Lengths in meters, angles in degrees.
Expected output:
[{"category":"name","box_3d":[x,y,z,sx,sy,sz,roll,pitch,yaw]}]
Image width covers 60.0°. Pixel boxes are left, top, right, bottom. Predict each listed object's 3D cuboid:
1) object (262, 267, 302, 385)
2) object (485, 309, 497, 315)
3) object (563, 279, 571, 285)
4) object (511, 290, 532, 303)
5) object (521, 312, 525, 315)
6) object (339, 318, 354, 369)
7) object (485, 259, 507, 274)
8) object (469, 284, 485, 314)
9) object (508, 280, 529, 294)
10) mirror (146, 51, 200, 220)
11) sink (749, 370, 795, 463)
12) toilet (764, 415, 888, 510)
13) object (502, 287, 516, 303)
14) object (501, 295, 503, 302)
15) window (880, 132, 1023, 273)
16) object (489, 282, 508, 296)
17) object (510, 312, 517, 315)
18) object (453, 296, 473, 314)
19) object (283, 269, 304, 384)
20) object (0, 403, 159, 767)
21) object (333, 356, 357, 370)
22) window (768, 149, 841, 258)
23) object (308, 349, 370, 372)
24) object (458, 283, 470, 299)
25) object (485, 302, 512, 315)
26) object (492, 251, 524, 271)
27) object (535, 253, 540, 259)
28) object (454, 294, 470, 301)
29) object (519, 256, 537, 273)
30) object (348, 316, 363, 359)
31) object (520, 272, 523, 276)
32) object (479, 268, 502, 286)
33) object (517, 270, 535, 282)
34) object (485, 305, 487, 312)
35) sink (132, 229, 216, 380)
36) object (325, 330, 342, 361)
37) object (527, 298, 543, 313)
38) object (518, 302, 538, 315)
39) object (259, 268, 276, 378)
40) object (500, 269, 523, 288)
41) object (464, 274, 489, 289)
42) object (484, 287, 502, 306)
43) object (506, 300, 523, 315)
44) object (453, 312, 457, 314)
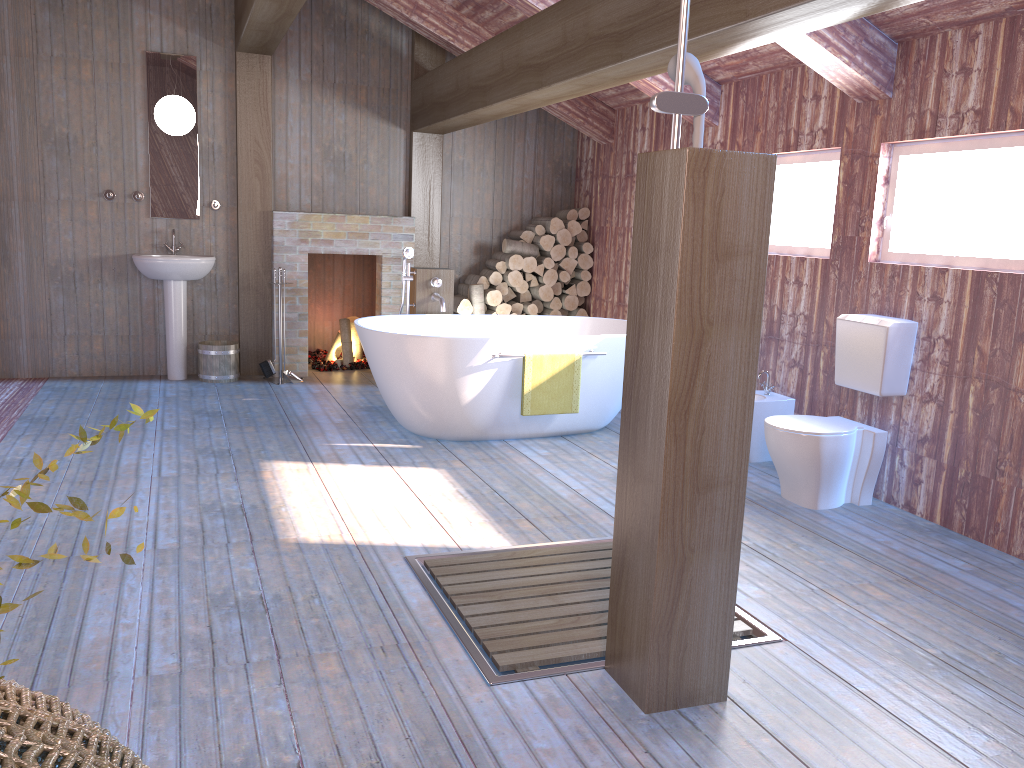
[{"category":"object","box_3d":[-1.821,-0.461,6.860,0.276,0.888,0.333,6,11,21]},{"category":"object","box_3d":[-0.267,-0.553,7.524,0.155,0.174,0.483,-2,11,-22]},{"category":"object","box_3d":[0.441,-0.902,7.686,0.067,0.069,0.177,-1,11,-20]},{"category":"object","box_3d":[0.065,-0.774,7.688,0.104,0.127,0.321,-1,11,-20]},{"category":"object","box_3d":[0.020,-0.581,7.604,0.086,0.089,0.279,-2,11,-22]},{"category":"object","box_3d":[-1.427,-0.345,7.649,0.098,0.434,0.283,-2,11,-22]},{"category":"object","box_3d":[-0.131,-0.993,7.472,0.106,0.112,0.282,-1,11,-19]},{"category":"object","box_3d":[-0.284,-0.674,7.282,0.147,0.298,0.109,-1,11,-18]},{"category":"object","box_3d":[0.037,-0.844,7.551,0.115,0.123,0.291,-1,11,-19]},{"category":"mirror","box_3d":[-2.539,-1.848,6.654,0.350,1.199,0.009,-1,11,-21]},{"category":"sink","box_3d":[1.319,0.180,5.086,0.515,0.517,0.335,-1,11,-20]},{"category":"toilet","box_3d":[1.475,0.383,4.332,0.534,0.400,0.375,-1,11,-20]},{"category":"object","box_3d":[-0.074,-0.785,7.631,0.128,0.150,0.323,-1,11,-20]},{"category":"object","box_3d":[-0.133,-0.737,7.523,0.064,0.068,0.174,-2,11,-21]},{"category":"window","box_3d":[2.100,-0.790,3.868,0.054,0.587,1.255,-1,11,-20]},{"category":"object","box_3d":[-0.136,-0.817,7.506,0.111,0.113,0.301,-2,11,-21]},{"category":"object","box_3d":[-0.065,-0.580,7.565,0.098,0.100,0.437,-2,11,-22]},{"category":"object","box_3d":[-0.464,-0.664,7.412,0.139,0.137,0.455,-2,11,-22]},{"category":"object","box_3d":[-1.728,-0.449,6.829,0.206,0.871,0.126,7,11,22]},{"category":"object","box_3d":[-0.762,0.581,0.882,0.972,1.073,0.970,-6,13,-40]},{"category":"object","box_3d":[-1.443,-0.185,7.684,0.085,0.084,0.278,7,11,25]},{"category":"window","box_3d":[1.585,-1.070,5.299,0.054,0.587,1.255,-1,11,-20]},{"category":"object","box_3d":[-1.536,-0.228,7.977,0.829,0.085,0.935,-6,13,-38]},{"category":"object","box_3d":[-0.368,-0.790,7.532,0.108,0.113,0.302,-1,11,-20]},{"category":"object","box_3d":[-0.146,-0.647,7.542,0.139,0.148,0.458,-1,11,-20]},{"category":"object","box_3d":[-0.037,-1.042,7.493,0.135,0.145,0.439,-1,11,-20]},{"category":"object","box_3d":[0.136,-1.127,7.644,0.121,0.124,0.291,-1,11,-19]},{"category":"object","box_3d":[-0.410,-0.708,7.530,0.099,0.093,0.280,-1,11,-19]},{"category":"object","box_3d":[0.070,-1.031,7.536,0.138,0.147,0.440,-1,11,-20]},{"category":"object","box_3d":[-1.405,-0.374,7.899,0.140,0.459,0.266,2,10,-3]},{"category":"object","box_3d":[0.042,-0.927,7.524,0.057,0.061,0.156,-2,11,-21]},{"category":"object","box_3d":[-0.180,-0.901,7.455,0.115,0.123,0.291,-1,11,-19]},{"category":"object","box_3d":[0.107,-0.922,7.566,0.088,0.092,0.280,-1,11,-19]},{"category":"object","box_3d":[-0.314,-0.667,7.559,0.121,0.124,0.291,-1,11,-19]},{"category":"sink","box_3d":[-2.532,-0.586,6.678,0.582,1.143,0.475,-2,11,-21]},{"category":"object","box_3d":[-1.538,-0.318,7.792,0.221,0.306,0.121,4,10,7]},{"category":"object","box_3d":[0.161,-0.692,7.740,0.116,0.118,0.289,-2,11,-23]},{"category":"object","box_3d":[0.090,-0.662,7.611,0.098,0.100,0.437,-2,11,-22]},{"category":"object","box_3d":[-1.869,-0.460,6.787,0.136,0.846,0.062,-6,13,-39]},{"category":"object","box_3d":[-0.053,-0.906,7.507,0.141,0.143,0.437,-2,11,-22]},{"category":"object","box_3d":[-0.296,-0.862,7.471,0.114,0.113,0.301,-2,11,-23]},{"category":"object","box_3d":[-0.219,-0.749,7.478,0.138,0.147,0.440,-1,11,-20]},{"category":"object","box_3d":[-0.008,-0.656,7.579,0.114,0.120,0.303,-1,11,-19]},{"category":"object","box_3d":[-0.471,-0.534,7.423,0.137,0.133,0.437,-2,11,-22]}]
